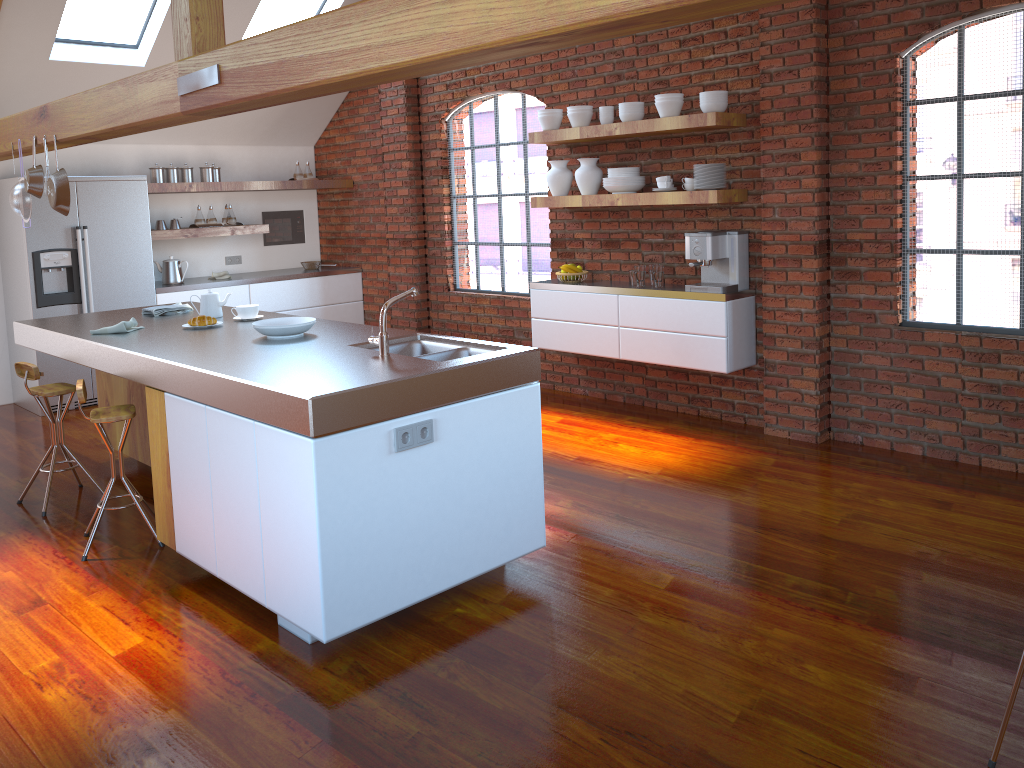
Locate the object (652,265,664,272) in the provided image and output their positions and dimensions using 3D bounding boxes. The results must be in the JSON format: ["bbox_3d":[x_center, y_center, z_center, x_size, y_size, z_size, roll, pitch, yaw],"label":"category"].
[{"bbox_3d":[0.939,-0.707,5.654,0.078,0.103,0.078,-7,9,-31],"label":"object"}]

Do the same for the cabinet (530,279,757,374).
[{"bbox_3d":[0.822,-0.426,5.900,0.340,0.469,1.633,-9,13,-43],"label":"cabinet"}]

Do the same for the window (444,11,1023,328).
[{"bbox_3d":[3.843,-1.306,6.324,17.484,9.791,3.669,5,9,36],"label":"window"}]

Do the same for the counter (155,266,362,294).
[{"bbox_3d":[-2.402,-0.967,8.022,2.005,0.044,0.719,-14,17,-43],"label":"counter"}]

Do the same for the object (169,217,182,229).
[{"bbox_3d":[-2.868,-1.368,7.482,0.106,0.098,0.108,-3,9,-2],"label":"object"}]

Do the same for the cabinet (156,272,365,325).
[{"bbox_3d":[-2.385,-0.542,8.061,2.005,0.807,0.715,-13,13,-43],"label":"cabinet"}]

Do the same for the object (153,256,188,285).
[{"bbox_3d":[-2.893,-0.968,7.467,0.302,0.235,0.183,-4,8,-13],"label":"object"}]

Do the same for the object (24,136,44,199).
[{"bbox_3d":[-2.752,-1.242,5.046,0.086,0.355,0.195,-7,8,-39],"label":"object"}]

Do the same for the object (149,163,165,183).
[{"bbox_3d":[-2.968,-1.762,7.357,0.129,0.175,0.128,4,10,41],"label":"object"}]

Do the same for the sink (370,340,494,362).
[{"bbox_3d":[-0.320,-0.030,3.567,0.413,0.197,0.617,-12,15,-43],"label":"sink"}]

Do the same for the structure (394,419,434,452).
[{"bbox_3d":[-0.339,0.173,2.996,0.162,0.079,0.033,-13,11,-43],"label":"structure"}]

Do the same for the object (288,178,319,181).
[{"bbox_3d":[-1.979,-1.940,8.346,0.196,0.032,0.226,9,16,43],"label":"object"}]

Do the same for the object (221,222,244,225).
[{"bbox_3d":[-2.530,-1.434,7.877,0.196,0.032,0.226,-10,14,-33],"label":"object"}]

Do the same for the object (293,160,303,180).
[{"bbox_3d":[-2.019,-2.013,8.300,0.093,0.189,0.094,-6,8,-31],"label":"object"}]

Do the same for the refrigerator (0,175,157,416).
[{"bbox_3d":[-3.423,-0.749,6.991,0.920,1.752,0.785,-9,9,-43],"label":"refrigerator"}]

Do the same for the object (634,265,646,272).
[{"bbox_3d":[0.834,-0.720,5.731,0.078,0.103,0.078,-4,8,-14],"label":"object"}]

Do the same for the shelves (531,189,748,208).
[{"bbox_3d":[0.790,-1.225,5.829,0.341,0.075,1.546,-13,16,-42],"label":"shelves"}]

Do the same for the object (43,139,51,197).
[{"bbox_3d":[-2.603,-1.208,4.931,0.046,0.328,0.045,-4,5,-19],"label":"object"}]

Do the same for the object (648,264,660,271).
[{"bbox_3d":[0.936,-0.737,5.794,0.078,0.103,0.078,-4,8,-14],"label":"object"}]

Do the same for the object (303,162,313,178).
[{"bbox_3d":[-1.944,-2.031,8.378,0.093,0.190,0.094,-2,6,0],"label":"object"}]

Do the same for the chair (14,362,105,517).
[{"bbox_3d":[-2.362,0.240,4.570,0.339,0.742,0.341,3,8,41],"label":"chair"}]

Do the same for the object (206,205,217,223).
[{"bbox_3d":[-2.641,-1.480,7.725,0.093,0.190,0.094,-2,6,0],"label":"object"}]

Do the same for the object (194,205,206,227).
[{"bbox_3d":[-2.716,-1.461,7.647,0.093,0.189,0.094,-6,8,-31],"label":"object"}]

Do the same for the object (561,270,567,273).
[{"bbox_3d":[0.373,-0.803,6.255,0.045,0.052,0.052,3,10,34],"label":"object"}]

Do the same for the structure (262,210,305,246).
[{"bbox_3d":[-2.242,-1.536,8.658,0.461,0.330,0.013,-12,10,-43],"label":"structure"}]

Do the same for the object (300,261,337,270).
[{"bbox_3d":[-1.869,-1.136,8.444,0.349,0.073,0.197,4,13,26],"label":"object"}]

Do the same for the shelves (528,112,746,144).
[{"bbox_3d":[0.772,-1.672,5.790,0.341,0.075,1.546,-13,16,-42],"label":"shelves"}]

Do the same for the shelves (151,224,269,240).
[{"bbox_3d":[-2.768,-1.328,7.687,1.077,0.075,0.659,-14,16,-43],"label":"shelves"}]

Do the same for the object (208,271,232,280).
[{"bbox_3d":[-2.595,-0.966,7.798,0.205,0.061,0.198,-7,12,-21],"label":"object"}]

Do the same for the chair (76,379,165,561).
[{"bbox_3d":[-1.784,0.344,3.973,0.339,0.742,0.341,-5,7,-24],"label":"chair"}]

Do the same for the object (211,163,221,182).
[{"bbox_3d":[-2.644,-1.870,7.802,0.129,0.175,0.128,4,10,41],"label":"object"}]

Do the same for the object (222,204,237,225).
[{"bbox_3d":[-2.533,-1.516,7.870,0.094,0.190,0.204,-7,10,-34],"label":"object"}]

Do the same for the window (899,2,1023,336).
[{"bbox_3d":[2.552,-1.051,4.355,0.085,1.651,1.275,-7,9,-43],"label":"window"}]

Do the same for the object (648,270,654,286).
[{"bbox_3d":[0.938,-0.699,5.798,0.078,0.103,0.078,-4,8,-14],"label":"object"}]

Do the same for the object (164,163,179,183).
[{"bbox_3d":[-2.888,-1.789,7.466,0.129,0.175,0.128,4,10,41],"label":"object"}]

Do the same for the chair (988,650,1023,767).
[{"bbox_3d":[1.489,0.580,2.231,0.413,0.750,0.443,4,9,41],"label":"chair"}]

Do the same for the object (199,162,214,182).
[{"bbox_3d":[-2.638,-1.829,7.607,0.129,0.175,0.128,4,10,41],"label":"object"}]

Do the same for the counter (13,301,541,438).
[{"bbox_3d":[-1.344,-0.181,4.176,1.035,0.128,3.164,-13,16,-42],"label":"counter"}]

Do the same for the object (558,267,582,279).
[{"bbox_3d":[0.418,-0.784,6.201,0.176,0.093,0.065,-4,7,-7],"label":"object"}]

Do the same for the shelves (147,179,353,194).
[{"bbox_3d":[-2.457,-1.785,7.968,1.998,0.075,0.659,-14,17,-43],"label":"shelves"}]

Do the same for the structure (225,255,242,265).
[{"bbox_3d":[-2.633,-1.167,8.300,0.162,0.079,0.033,-13,11,-43],"label":"structure"}]

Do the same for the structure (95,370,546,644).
[{"bbox_3d":[-1.320,0.266,4.223,1.034,0.755,3.140,-11,15,-43],"label":"structure"}]

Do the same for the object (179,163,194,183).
[{"bbox_3d":[-2.806,-1.816,7.579,0.129,0.175,0.128,4,10,41],"label":"object"}]

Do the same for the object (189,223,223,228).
[{"bbox_3d":[-2.675,-1.388,7.693,0.196,0.032,0.226,9,16,43],"label":"object"}]

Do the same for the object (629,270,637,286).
[{"bbox_3d":[0.818,-0.707,5.861,0.077,0.103,0.079,0,8,16],"label":"object"}]

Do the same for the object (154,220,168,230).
[{"bbox_3d":[-2.954,-1.338,7.400,0.106,0.080,0.107,-5,10,-15],"label":"object"}]

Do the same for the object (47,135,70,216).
[{"bbox_3d":[-2.493,-1.138,4.810,0.069,0.439,0.266,-6,8,-38],"label":"object"}]

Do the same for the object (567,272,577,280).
[{"bbox_3d":[0.427,-0.769,6.240,0.077,0.065,0.077,-4,9,-10],"label":"object"}]

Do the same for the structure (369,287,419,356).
[{"bbox_3d":[-0.457,-0.249,3.441,0.202,0.245,0.099,-10,10,-43],"label":"structure"}]

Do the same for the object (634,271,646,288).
[{"bbox_3d":[0.836,-0.682,5.734,0.078,0.103,0.078,-4,8,-14],"label":"object"}]
